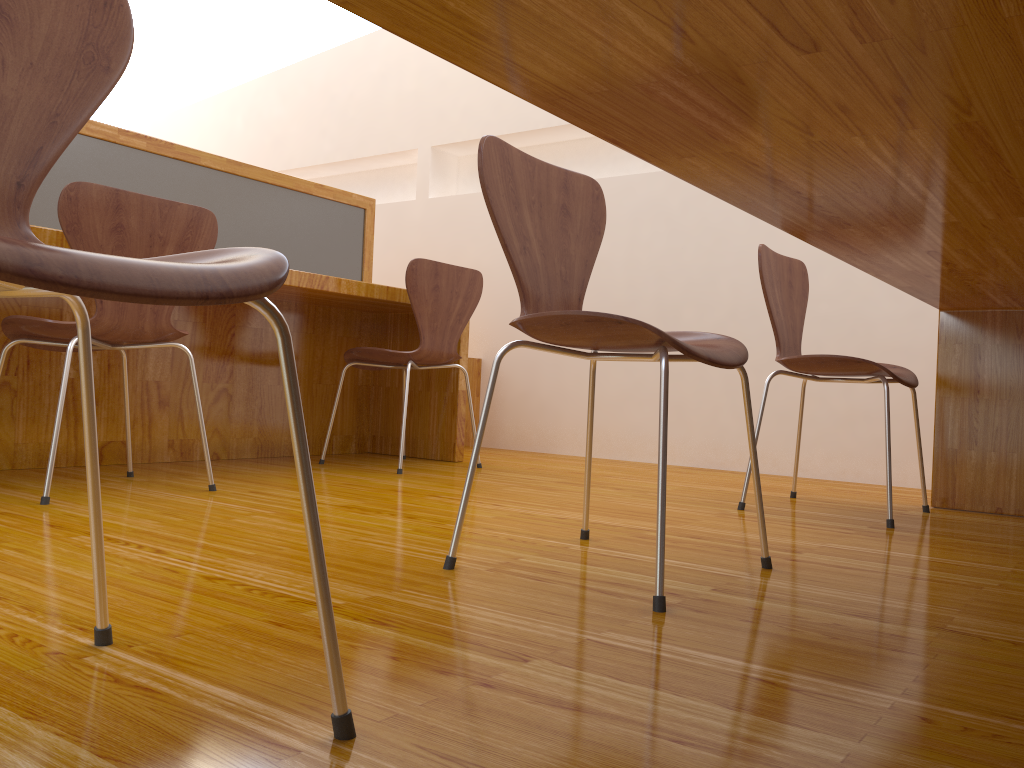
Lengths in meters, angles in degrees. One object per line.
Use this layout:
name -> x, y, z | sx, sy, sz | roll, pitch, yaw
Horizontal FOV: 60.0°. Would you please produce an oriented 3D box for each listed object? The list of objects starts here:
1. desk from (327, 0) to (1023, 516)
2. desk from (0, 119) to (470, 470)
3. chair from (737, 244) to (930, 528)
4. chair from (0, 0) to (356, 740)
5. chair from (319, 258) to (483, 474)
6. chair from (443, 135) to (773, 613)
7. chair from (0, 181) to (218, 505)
desk -> 0.927, 0.115, 0.830 | 1.527, 0.785, 3.243 | 2, 0, 36
desk -> -1.602, -0.287, 2.379 | 1.248, 1.022, 3.216 | 2, 0, 36
chair -> 0.865, -0.009, 2.330 | 0.381, 0.693, 0.428 | 2, 0, 36
chair -> -0.385, -0.071, 0.656 | 0.381, 0.693, 0.428 | 2, 0, 36
chair -> -0.363, -0.057, 3.050 | 0.381, 0.693, 0.428 | 2, 0, 36
chair -> 0.182, -0.043, 1.444 | 0.381, 0.693, 0.428 | 2, 0, 36
chair -> -0.985, -0.089, 2.119 | 0.381, 0.693, 0.428 | 2, 0, 36
